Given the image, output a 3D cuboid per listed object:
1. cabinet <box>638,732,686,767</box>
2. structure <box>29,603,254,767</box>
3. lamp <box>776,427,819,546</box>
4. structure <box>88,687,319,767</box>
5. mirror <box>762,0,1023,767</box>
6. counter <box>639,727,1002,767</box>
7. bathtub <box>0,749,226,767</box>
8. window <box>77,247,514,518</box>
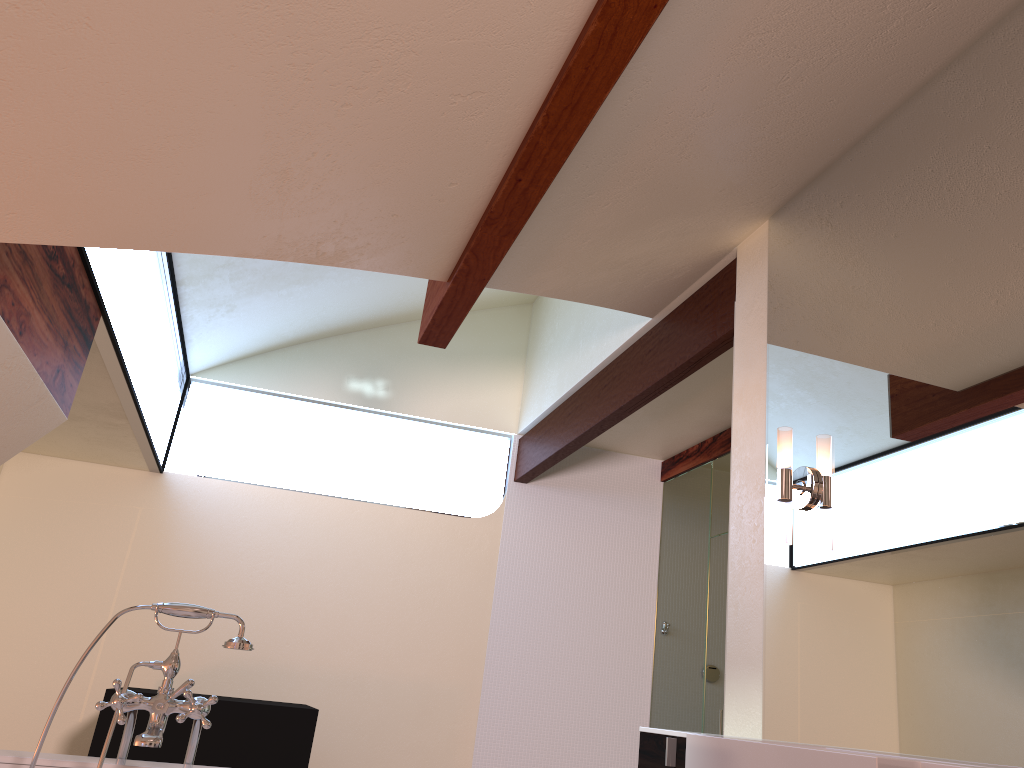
[{"bbox_3d":[0.706,1.146,1.326,0.386,0.911,1.877,12,-22,-13],"label":"cabinet"},{"bbox_3d":[-0.838,1.122,1.969,0.384,1.106,0.561,7,-20,0],"label":"structure"},{"bbox_3d":[0.770,0.313,2.443,0.083,0.360,0.133,12,-21,-13],"label":"lamp"},{"bbox_3d":[-1.409,2.007,3.950,0.871,0.850,0.809,12,-22,-13],"label":"structure"},{"bbox_3d":[1.237,-0.318,1.231,0.011,1.820,3.271,12,-22,-13],"label":"mirror"},{"bbox_3d":[0.715,0.840,1.430,0.443,0.292,1.876,12,-22,-13],"label":"counter"},{"bbox_3d":[-0.611,0.969,1.031,0.800,0.685,2.241,12,-22,-13],"label":"bathtub"},{"bbox_3d":[-0.533,-0.106,3.847,2.111,0.667,3.558,12,-22,-13],"label":"window"}]
